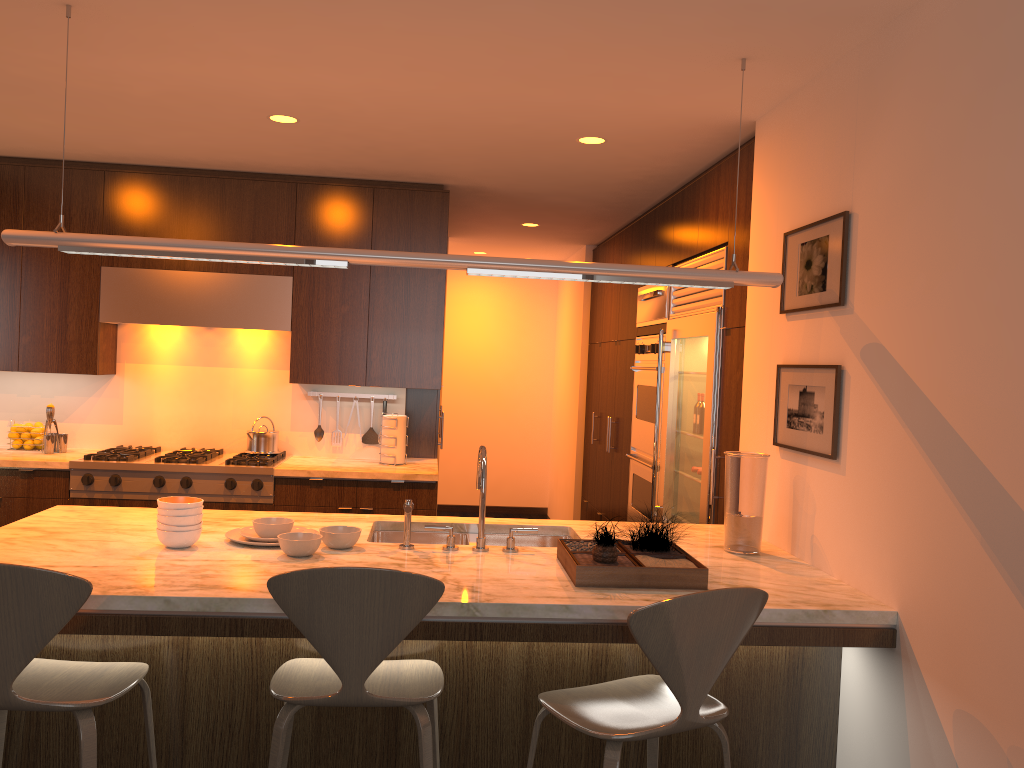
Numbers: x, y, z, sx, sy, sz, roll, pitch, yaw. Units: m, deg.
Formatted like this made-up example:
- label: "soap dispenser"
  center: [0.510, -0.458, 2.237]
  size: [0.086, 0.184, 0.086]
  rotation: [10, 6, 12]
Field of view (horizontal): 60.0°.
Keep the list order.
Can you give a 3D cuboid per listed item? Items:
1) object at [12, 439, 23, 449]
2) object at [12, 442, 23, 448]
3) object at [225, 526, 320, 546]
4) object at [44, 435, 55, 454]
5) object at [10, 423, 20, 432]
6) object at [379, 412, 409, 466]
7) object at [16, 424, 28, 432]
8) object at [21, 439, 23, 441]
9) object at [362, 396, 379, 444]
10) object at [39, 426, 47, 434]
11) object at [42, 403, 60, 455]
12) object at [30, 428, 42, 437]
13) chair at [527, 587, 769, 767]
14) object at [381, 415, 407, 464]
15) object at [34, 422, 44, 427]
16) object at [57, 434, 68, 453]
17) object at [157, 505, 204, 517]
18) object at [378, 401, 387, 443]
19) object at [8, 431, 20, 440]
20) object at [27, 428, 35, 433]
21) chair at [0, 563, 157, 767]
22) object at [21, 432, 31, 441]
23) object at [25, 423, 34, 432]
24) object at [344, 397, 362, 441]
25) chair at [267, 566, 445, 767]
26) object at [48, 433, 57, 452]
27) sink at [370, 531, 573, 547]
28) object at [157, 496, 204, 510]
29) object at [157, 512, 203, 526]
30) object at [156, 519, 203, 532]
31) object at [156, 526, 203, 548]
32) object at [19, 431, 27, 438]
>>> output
- label: "object"
  center: [-2.871, 0.348, 5.148]
  size: [0.052, 0.057, 0.060]
  rotation: [3, 1, 29]
- label: "object"
  center: [-2.897, 0.352, 5.199]
  size: [0.061, 0.053, 0.053]
  rotation: [2, 1, -20]
- label: "object"
  center: [-0.803, 0.513, 2.978]
  size: [0.310, 0.021, 0.309]
  rotation: [2, 1, -5]
- label: "object"
  center: [-2.631, 0.344, 5.042]
  size: [0.060, 0.106, 0.060]
  rotation: [3, 1, 27]
- label: "object"
  center: [-2.893, 0.260, 5.171]
  size: [0.057, 0.060, 0.052]
  rotation: [3, 1, 16]
- label: "object"
  center: [-0.713, 0.327, 5.294]
  size: [0.160, 0.304, 0.168]
  rotation: [4, 2, 39]
- label: "object"
  center: [-2.845, 0.258, 5.149]
  size: [0.063, 0.051, 0.053]
  rotation: [2, 1, -15]
- label: "object"
  center: [-2.912, 0.349, 5.257]
  size: [0.053, 0.053, 0.061]
  rotation: [2, 1, -17]
- label: "object"
  center: [-0.871, 0.226, 5.506]
  size: [0.112, 0.303, 0.036]
  rotation: [2, 1, -5]
- label: "object"
  center: [-2.771, 0.271, 5.234]
  size: [0.063, 0.053, 0.051]
  rotation: [4, 2, 41]
- label: "object"
  center: [-2.640, 0.252, 5.046]
  size: [0.088, 0.288, 0.101]
  rotation: [3, 1, 25]
- label: "object"
  center: [-2.777, 0.284, 5.177]
  size: [0.053, 0.052, 0.061]
  rotation: [4, 2, 41]
- label: "chair"
  center: [0.330, 0.982, 2.255]
  size: [0.520, 1.047, 0.506]
  rotation: [2, 1, -30]
- label: "object"
  center: [-0.705, 0.329, 5.288]
  size: [0.144, 0.286, 0.149]
  rotation: [2, 1, -23]
- label: "object"
  center: [-2.817, 0.255, 5.282]
  size: [0.059, 0.060, 0.050]
  rotation: [3, 1, 27]
- label: "object"
  center: [-2.599, 0.343, 5.124]
  size: [0.060, 0.106, 0.060]
  rotation: [3, 1, 27]
- label: "object"
  center: [-1.053, 0.418, 2.812]
  size: [0.140, 0.064, 0.139]
  rotation: [2, 1, -31]
- label: "object"
  center: [-0.793, 0.245, 5.497]
  size: [0.063, 0.281, 0.063]
  rotation: [2, 1, -28]
- label: "object"
  center: [-2.888, 0.300, 5.144]
  size: [0.063, 0.051, 0.053]
  rotation: [3, 1, -3]
- label: "object"
  center: [-2.841, 0.285, 5.251]
  size: [0.061, 0.051, 0.055]
  rotation: [3, 1, 22]
- label: "chair"
  center: [-1.198, 0.913, 2.228]
  size: [0.520, 1.047, 0.506]
  rotation: [3, 1, 0]
- label: "object"
  center: [-2.828, 0.304, 5.159]
  size: [0.052, 0.053, 0.062]
  rotation: [3, 1, 0]
- label: "object"
  center: [-2.835, 0.254, 5.208]
  size: [0.063, 0.053, 0.051]
  rotation: [3, 1, 29]
- label: "object"
  center: [-0.979, 0.214, 5.479]
  size: [0.114, 0.271, 0.008]
  rotation: [2, 1, -5]
- label: "chair"
  center: [-0.414, 0.947, 2.341]
  size: [0.520, 1.047, 0.506]
  rotation: [2, 1, -5]
- label: "object"
  center: [-2.667, 0.340, 5.155]
  size: [0.060, 0.106, 0.060]
  rotation: [3, 1, 27]
- label: "sink"
  center: [-0.137, 0.674, 3.251]
  size: [0.813, 0.176, 0.457]
  rotation: [2, 1, -5]
- label: "object"
  center: [-1.052, 0.396, 2.812]
  size: [0.140, 0.062, 0.139]
  rotation: [3, 1, 3]
- label: "object"
  center: [-1.053, 0.440, 2.812]
  size: [0.140, 0.062, 0.139]
  rotation: [2, 1, -5]
- label: "object"
  center: [-1.055, 0.461, 2.813]
  size: [0.140, 0.068, 0.139]
  rotation: [2, 1, -22]
- label: "object"
  center: [-1.056, 0.486, 2.814]
  size: [0.140, 0.059, 0.139]
  rotation: [2, 1, -14]
- label: "object"
  center: [-2.869, 0.298, 5.198]
  size: [0.051, 0.053, 0.064]
  rotation: [3, 1, 30]
